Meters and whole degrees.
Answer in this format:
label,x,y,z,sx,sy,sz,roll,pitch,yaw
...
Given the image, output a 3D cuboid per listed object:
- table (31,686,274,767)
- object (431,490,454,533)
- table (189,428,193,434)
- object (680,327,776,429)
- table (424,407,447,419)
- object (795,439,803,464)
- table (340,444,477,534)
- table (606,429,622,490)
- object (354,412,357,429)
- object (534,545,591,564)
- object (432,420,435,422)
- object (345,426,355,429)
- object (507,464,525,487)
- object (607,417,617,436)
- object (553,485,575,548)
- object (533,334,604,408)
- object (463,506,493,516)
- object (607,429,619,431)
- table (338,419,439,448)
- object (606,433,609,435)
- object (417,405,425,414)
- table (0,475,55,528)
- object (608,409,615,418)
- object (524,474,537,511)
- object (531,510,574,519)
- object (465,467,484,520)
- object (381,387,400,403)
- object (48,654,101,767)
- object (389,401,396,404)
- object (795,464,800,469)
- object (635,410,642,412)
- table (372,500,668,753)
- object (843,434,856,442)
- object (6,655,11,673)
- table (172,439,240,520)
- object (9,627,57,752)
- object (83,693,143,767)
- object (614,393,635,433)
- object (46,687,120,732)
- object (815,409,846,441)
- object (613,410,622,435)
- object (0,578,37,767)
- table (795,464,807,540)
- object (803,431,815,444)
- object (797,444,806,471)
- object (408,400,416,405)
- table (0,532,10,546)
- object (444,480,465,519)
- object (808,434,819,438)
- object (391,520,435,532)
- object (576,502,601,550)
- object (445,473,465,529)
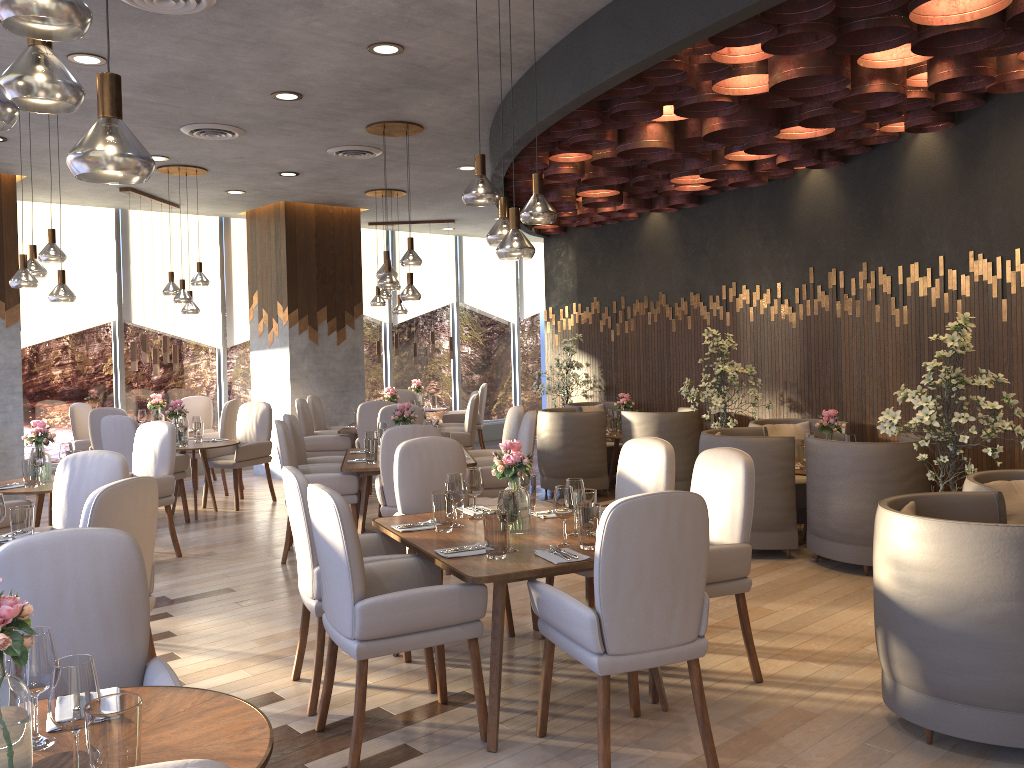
label,x,y,z,sx,sy,sz,roll,pitch,yaw
table,-0.911,1.109,1.818,0.834,0.662,0.834,-3,2,-40
object,-0.310,0.575,3.986,0.102,0.178,0.102,-2,1,-20
table,-3.818,0.848,9.588,0.834,0.662,0.834,-2,2,-22
object,1.867,0.303,7.729,0.788,1.616,0.746,-2,1,-15
table,-1.288,0.677,12.000,0.834,0.662,0.834,0,2,39
object,2.115,0.503,6.592,0.102,0.178,0.102,-2,1,-39
table,-0.805,0.885,6.873,0.965,0.665,1.308,-2,2,-8
table,1.177,0.787,9.143,0.834,0.561,0.834,0,3,41
object,-1.598,0.381,9.254,0.102,0.178,0.102,-1,1,7
object,0.187,0.664,3.482,0.157,0.019,0.255,-3,3,-23
object,-0.994,0.416,9.908,0.255,0.019,0.157,-1,2,2
object,-1.644,0.455,9.414,0.255,0.019,0.157,-1,2,1
object,0.021,0.518,4.350,0.092,0.244,0.092,-2,1,-22
object,1.011,0.431,8.926,0.102,0.178,0.102,-1,1,6
object,0.216,0.543,3.644,0.092,0.244,0.092,-2,1,-21
object,0.622,0.225,10.270,0.747,1.616,0.788,-2,1,-36
object,-0.160,0.632,4.428,0.157,0.019,0.255,-3,3,-28
object,1.079,0.488,9.393,0.157,0.019,0.255,-3,3,-22
table,-1.302,0.778,9.655,0.964,0.665,1.308,-2,2,-1
object,0.912,0.507,9.059,0.255,0.019,0.157,-2,3,-20
object,-1.040,0.331,10.068,0.102,0.178,0.102,-1,1,28
table,-3.059,0.986,5.935,0.833,0.662,0.834,-1,2,8
object,1.043,0.384,9.229,0.092,0.244,0.092,-1,1,25
object,0.074,0.545,4.447,0.102,0.178,0.102,-1,1,22
object,0.188,0.627,4.324,0.255,0.019,0.157,-3,3,-24
object,-0.180,0.527,4.261,0.092,0.244,0.092,-2,1,-25
object,-1.318,0.240,9.676,0.210,0.415,0.198,-1,1,26
object,-0.848,0.658,1.720,0.092,0.244,0.092,-2,1,-7
object,-1.351,0.308,10.015,0.092,0.244,0.092,-2,1,-22
object,2.006,0.594,6.387,0.255,0.019,0.157,-2,2,-3
object,1.294,0.385,9.042,0.092,0.244,0.092,-2,1,-2
table,0.019,0.990,3.953,0.965,0.665,1.307,-2,2,-25
object,2.386,0.477,6.258,0.092,0.244,0.092,-1,1,21
object,-1.123,0.687,1.958,0.102,0.178,0.102,-2,1,-29
table,-2.940,0.885,8.200,0.833,0.662,0.834,-1,2,23
object,-1.027,0.654,1.906,0.092,0.244,0.092,-1,1,39
object,-0.749,0.690,1.671,0.102,0.178,0.102,-1,1,30
object,1.168,0.298,9.148,0.210,0.415,0.198,-1,1,26
object,-0.998,0.759,2.071,0.157,0.019,0.255,-3,3,-25
object,2.288,0.389,6.384,0.198,0.415,0.210,-2,1,-29
object,1.070,0.392,9.018,0.092,0.244,0.092,-1,1,22
object,-1.039,0.576,1.746,0.198,0.415,0.210,-2,1,-19
table,2.286,0.877,6.387,0.834,0.561,0.834,-1,2,1
object,2.188,0.472,6.511,0.092,0.244,0.092,-1,1,43
object,2.061,0.520,6.230,0.102,0.178,0.102,-1,1,33
object,-1.131,0.303,10.005,0.092,0.244,0.092,-1,1,44
table,-2.392,1.060,3.833,0.834,0.662,0.834,-3,2,-43
object,-0.278,0.560,4.308,0.102,0.178,0.102,-2,1,-22
object,2.145,0.482,6.299,0.092,0.244,0.092,-1,1,17
object,-0.422,0.652,4.109,0.255,0.019,0.157,-3,3,-26
object,0.311,0.576,3.590,0.102,0.178,0.102,-1,1,43
object,-0.260,0.537,4.083,0.092,0.244,0.092,-2,1,-6
